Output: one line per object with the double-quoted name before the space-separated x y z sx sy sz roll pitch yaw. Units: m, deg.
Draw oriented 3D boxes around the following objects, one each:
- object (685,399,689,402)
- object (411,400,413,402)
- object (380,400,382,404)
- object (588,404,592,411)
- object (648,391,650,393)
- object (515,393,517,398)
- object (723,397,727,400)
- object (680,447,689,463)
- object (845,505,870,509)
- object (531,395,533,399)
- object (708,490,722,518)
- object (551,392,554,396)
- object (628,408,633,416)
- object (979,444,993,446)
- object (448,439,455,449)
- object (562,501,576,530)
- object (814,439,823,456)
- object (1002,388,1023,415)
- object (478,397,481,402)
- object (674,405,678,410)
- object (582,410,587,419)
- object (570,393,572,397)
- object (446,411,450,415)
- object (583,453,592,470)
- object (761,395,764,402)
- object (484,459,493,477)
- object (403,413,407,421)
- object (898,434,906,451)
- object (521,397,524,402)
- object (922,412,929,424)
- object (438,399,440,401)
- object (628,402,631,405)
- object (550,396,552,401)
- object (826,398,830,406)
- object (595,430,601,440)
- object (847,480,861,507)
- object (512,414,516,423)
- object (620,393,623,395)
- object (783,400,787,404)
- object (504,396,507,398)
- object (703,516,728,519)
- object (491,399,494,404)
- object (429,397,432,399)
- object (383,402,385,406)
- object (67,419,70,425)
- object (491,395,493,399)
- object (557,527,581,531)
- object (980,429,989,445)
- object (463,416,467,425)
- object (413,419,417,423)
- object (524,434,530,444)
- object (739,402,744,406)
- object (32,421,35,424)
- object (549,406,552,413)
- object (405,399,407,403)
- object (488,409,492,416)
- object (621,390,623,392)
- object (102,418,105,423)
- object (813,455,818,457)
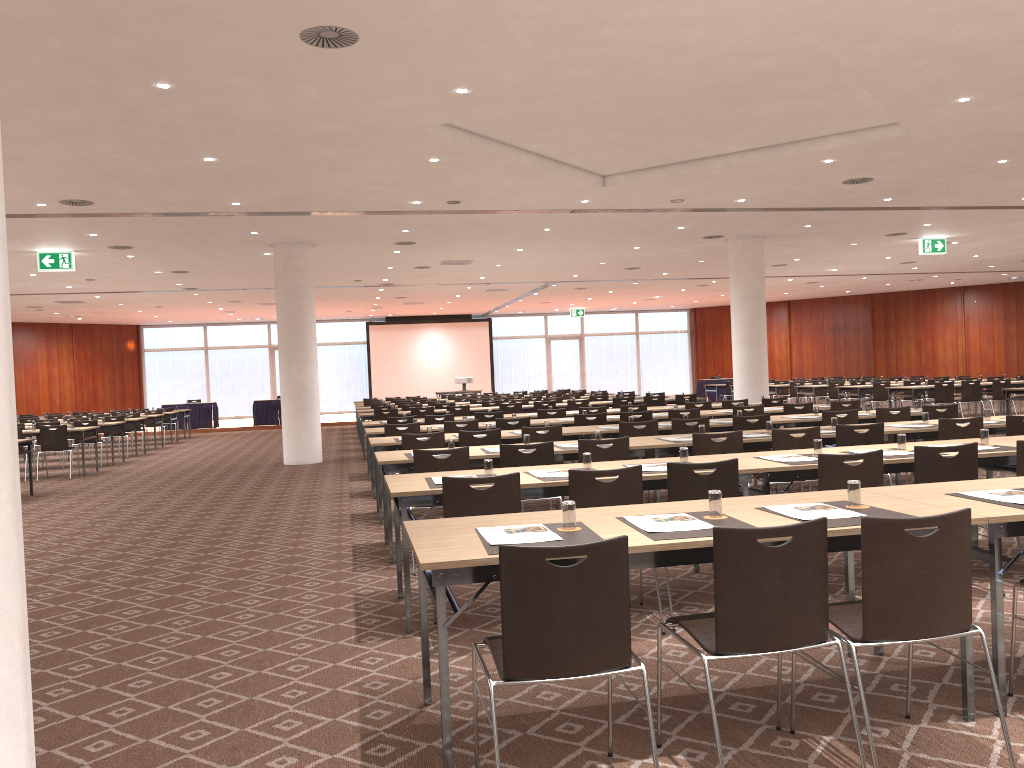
"object" 2.831 0.302 14.334 0.054 0.114 0.054 -2 1 1
"object" -2.373 0.444 20.996 0.054 0.114 0.054 -2 1 23
"object" -3.378 0.465 22.828 0.054 0.114 0.054 -4 2 -44
"object" 1.234 0.374 14.032 0.054 0.114 0.054 -3 1 -22
"object" 3.082 0.223 19.975 0.054 0.114 0.054 -4 2 -44
"object" 0.116 0.307 23.488 0.054 0.114 0.054 -2 1 23
"object" 3.473 0.273 14.464 0.054 0.114 0.054 -2 1 23
"object" 1.139 0.477 5.870 0.054 0.114 0.054 -2 1 23
"object" 1.524 0.541 3.909 0.102 0.001 0.102 -3 1 -44
"object" 0.482 0.316 21.524 0.054 0.114 0.054 -2 1 23
"object" 0.871 0.513 3.800 0.054 0.114 0.054 -2 1 23
"object" 1.080 0.264 23.670 0.054 0.114 0.054 -2 1 23
"object" 1.614 0.381 12.072 0.054 0.114 0.054 -2 1 23
"object" 3.366 0.434 6.296 0.102 0.001 0.102 -2 1 23
"object" -0.521 0.527 7.608 0.054 0.114 0.054 -2 1 23
"object" 0.237 0.542 3.665 0.054 0.114 0.054 -4 2 -44
"object" 2.087 0.434 6.046 0.054 0.114 0.054 -3 1 -22
"object" 10.036 0.455 15.739 2.267 0.833 0.953 -3 1 -11
"object" -0.784 0.373 21.280 0.054 0.114 0.054 -2 1 23
"object" 2.252 0.353 12.188 0.054 0.114 0.054 -2 1 23
"object" 0.979 0.410 11.957 0.054 0.114 0.054 -2 1 23
"object" 1.450 0.272 21.709 0.054 0.114 0.054 -2 1 23
"object" -0.982 0.474 13.617 0.054 0.114 0.054 -2 1 1
"object" 0.489 0.506 5.762 0.054 0.114 0.054 -2 1 1
"object" 4.117 0.244 14.580 0.054 0.114 0.054 -3 1 -22
"object" -0.148 0.535 5.627 0.054 0.114 0.054 -3 1 -22
"object" -1.631 0.503 13.489 0.054 0.114 0.054 -3 1 -22
"object" 2.719 0.405 6.184 0.054 0.114 0.054 -3 1 -22
"object" 0.231 0.351 19.436 0.054 0.114 0.054 -4 2 -44
"object" 3.937 0.326 8.443 0.054 0.114 0.054 -2 1 1
"object" -1.733 0.415 21.106 0.054 0.114 0.054 -2 1 23
"object" 1.879 0.345 14.150 0.054 0.114 0.054 -3 1 -22
"object" 0.862 0.323 19.558 0.054 0.114 0.054 -4 2 -44
"object" 4.488 0.252 12.605 0.054 0.114 0.054 -2 1 23
"object" 0.761 0.469 7.839 0.054 0.114 0.054 -4 2 -44
"object" 1.513 0.484 3.920 0.054 0.114 0.054 -4 2 -44
"object" 0.029 0.453 11.766 0.054 0.114 0.054 -2 1 1
"object" 2.458 0.251 19.863 0.054 0.114 0.054 -2 1 23
"object" 3.845 0.281 12.483 0.054 0.114 0.054 -4 2 -44
"object" -0.153 0.344 21.395 0.054 0.114 0.054 -2 1 23
"object" 0.870 0.571 3.794 0.102 0.001 0.102 -3 1 -44
"object" -0.421 0.381 19.323 0.054 0.114 0.054 -4 2 -44
"object" -2.119 0.408 23.079 0.054 0.114 0.054 -2 1 23
"object" -3.013 0.473 20.861 0.054 0.114 0.054 -4 2 -44
"object" -8.871 0.761 17.738 0.054 0.114 0.054 -4 2 -44
"object" -0.530 0.336 23.371 0.054 0.114 0.054 -2 1 23
"object" 0.236 0.599 3.663 0.102 0.001 0.102 -3 1 -44
"object" 3.358 0.377 6.300 0.054 0.114 0.054 -3 1 -22
"object" -0.617 0.482 11.656 0.054 0.114 0.054 -2 1 1
"object" -1.259 0.511 11.539 0.054 0.114 0.054 -2 1 23
"object" 0.129 0.497 7.724 0.054 0.114 0.054 -4 2 -44
"object" 3.203 0.310 12.368 0.054 0.114 0.054 -4 2 -44
"object" -9.507 0.789 17.620 0.054 0.114 0.054 -4 2 -44
"object" 0.606 0.402 13.919 0.054 0.114 0.054 -3 1 -22
"object" -2.740 0.436 22.947 0.054 0.114 0.054 -2 1 23
"object" -0.342 0.445 13.745 0.054 0.114 0.054 -2 1 23
"object" 2.713 0.215 21.937 0.054 0.114 0.054 -4 2 -44
"object" -8.227 0.732 17.844 0.054 0.114 0.054 -4 2 -44
"object" 2.100 0.491 6.052 0.102 0.001 0.102 -3 1 -44
